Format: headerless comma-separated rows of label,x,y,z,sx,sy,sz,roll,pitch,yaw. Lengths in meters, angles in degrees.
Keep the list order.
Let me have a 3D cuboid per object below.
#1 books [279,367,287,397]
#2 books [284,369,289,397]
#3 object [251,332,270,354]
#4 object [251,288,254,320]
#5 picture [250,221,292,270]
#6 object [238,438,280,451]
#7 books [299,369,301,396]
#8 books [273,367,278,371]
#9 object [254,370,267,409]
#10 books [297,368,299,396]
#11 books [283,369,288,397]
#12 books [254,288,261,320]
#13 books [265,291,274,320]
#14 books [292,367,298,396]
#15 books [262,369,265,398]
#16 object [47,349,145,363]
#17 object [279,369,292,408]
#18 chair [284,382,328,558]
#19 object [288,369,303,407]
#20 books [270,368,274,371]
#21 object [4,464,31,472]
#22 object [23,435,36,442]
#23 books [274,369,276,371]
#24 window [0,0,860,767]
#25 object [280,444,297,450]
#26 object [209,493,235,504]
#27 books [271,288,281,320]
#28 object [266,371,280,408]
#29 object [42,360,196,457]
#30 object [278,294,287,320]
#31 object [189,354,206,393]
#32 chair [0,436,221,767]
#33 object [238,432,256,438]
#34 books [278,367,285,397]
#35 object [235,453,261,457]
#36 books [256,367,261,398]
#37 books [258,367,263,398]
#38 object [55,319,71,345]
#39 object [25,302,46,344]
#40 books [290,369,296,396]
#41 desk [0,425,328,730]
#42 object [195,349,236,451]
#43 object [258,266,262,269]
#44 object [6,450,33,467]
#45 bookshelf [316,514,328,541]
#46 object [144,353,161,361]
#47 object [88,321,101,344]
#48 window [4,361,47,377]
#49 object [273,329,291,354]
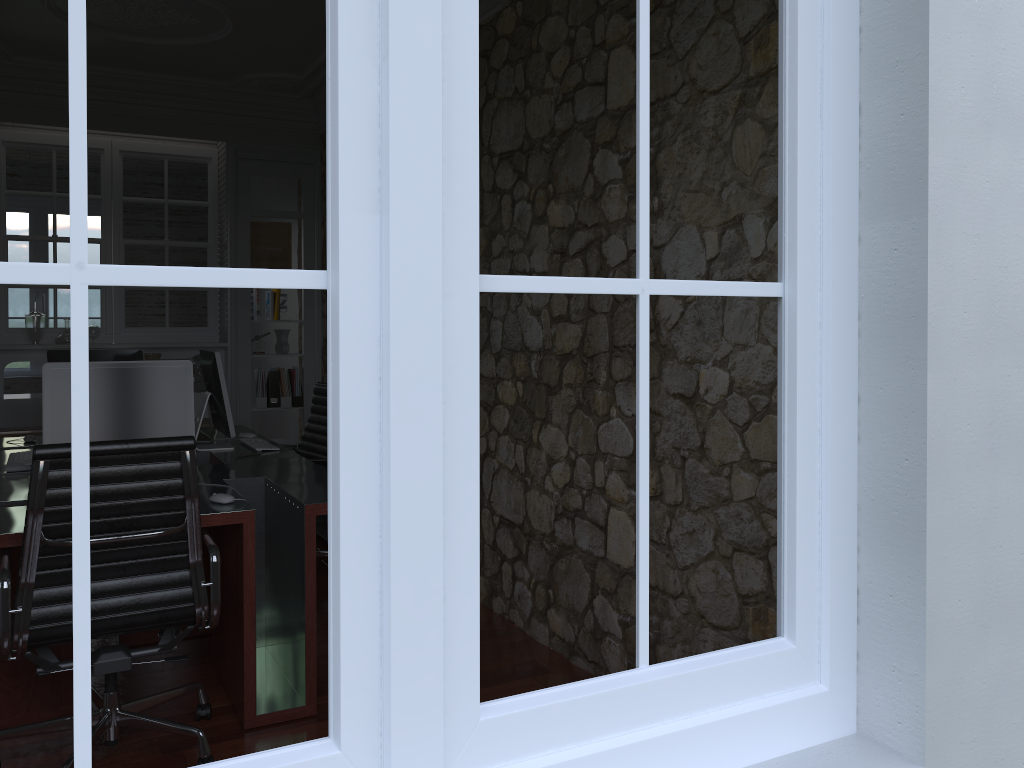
books,-1.741,0.021,6.744,0.045,0.287,0.194,0,2,-22
books,-1.723,0.027,6.750,0.045,0.287,0.194,0,2,-22
object,-1.901,-0.309,6.613,0.177,0.161,0.093,0,2,0
object,-1.989,-0.603,6.654,0.078,0.249,0.115,-1,1,-28
picture,-1.826,-1.008,6.683,0.326,0.434,0.009,-1,1,-28
object,-1.275,0.301,4.452,0.118,0.017,0.439,-2,4,-27
books,-1.644,0.020,6.809,0.023,0.282,0.194,0,2,-24
books,-1.794,0.022,6.717,0.009,0.288,0.194,0,2,-23
object,-1.895,0.035,6.670,0.078,0.277,0.239,0,2,-20
books,-1.657,0.016,6.804,0.013,0.288,0.194,0,2,-24
books,-1.731,0.024,6.745,0.043,0.281,0.194,0,2,-22
books,-1.945,-0.624,6.697,0.042,0.286,0.216,0,2,-28
books,-1.842,-0.595,6.723,0.026,0.223,0.161,0,2,-28
books,-1.671,0.015,6.805,0.030,0.290,0.180,0,2,-24
books,-1.878,0.025,6.695,0.022,0.288,0.194,0,2,-20
object,-2.141,0.061,4.563,0.483,0.485,0.190,0,1,-3
object,-1.731,0.031,6.728,0.078,0.277,0.239,0,2,-22
chair,-1.163,0.523,4.582,0.699,1.022,0.666,-1,2,-32
object,-1.659,0.027,6.783,0.078,0.277,0.239,0,2,-24
books,-1.828,0.023,6.703,0.039,0.288,0.194,0,2,-23
object,-2.061,0.350,3.701,0.106,0.028,0.059,-2,4,-29
object,-2.519,0.284,4.624,0.059,0.028,0.106,-2,4,-29
books,-1.805,0.026,6.709,0.030,0.282,0.180,0,2,-23
window,-0.147,-0.401,1.130,1.528,1.983,0.127,-1,1,-28
object,-1.795,0.481,6.779,0.293,0.040,0.238,1,4,18
object,-1.001,0.393,3.051,0.106,0.028,0.059,2,4,31
books,-1.806,-0.618,6.740,0.055,0.268,0.192,-1,2,-28
object,-1.821,0.032,6.722,0.078,0.277,0.245,0,2,-23
object,-1.376,0.162,3.112,0.484,0.485,0.190,-1,2,-28
object,-1.752,-0.612,6.779,0.078,0.249,0.115,-1,1,-28
object,-2.299,-0.081,6.409,0.166,0.272,0.188,0,2,7
chair,-1.261,0.652,2.727,0.665,1.022,0.700,-1,2,-23
object,-1.420,0.275,4.746,0.106,0.028,0.059,2,4,24
books,-1.754,0.016,6.745,0.045,0.282,0.180,0,2,-22
object,-1.225,0.328,4.123,0.011,0.011,0.149,2,4,38
books,-1.918,0.024,6.681,0.037,0.287,0.194,0,2,-20
books,-1.907,0.020,6.692,0.038,0.296,0.180,0,2,-20
object,-3.024,-0.343,6.019,0.148,0.200,0.148,2,3,45
object,-3.230,-0.401,6.001,0.129,0.315,0.129,0,1,-3
books,-1.684,0.024,6.789,0.024,0.277,0.194,0,2,-24
desk,-1.623,0.710,3.950,1.301,0.727,2.511,-2,4,-28
object,-1.484,0.074,4.369,0.189,0.484,0.484,-1,2,-28
object,-1.868,-0.828,6.568,0.056,0.090,0.056,-1,2,-25
object,-2.207,0.336,3.994,0.118,0.017,0.439,-2,4,-27
bookshelf,-1.065,0.740,5.532,0.436,0.459,1.196,-1,4,-28
object,-2.557,-0.076,6.269,0.143,0.278,0.143,0,1,-14
object,-2.951,-0.353,6.243,0.094,0.188,0.094,1,2,37
window,-4.967,-0.988,9.281,1.540,1.937,0.127,-1,1,-28
object,-1.745,-0.320,6.725,0.126,0.188,0.063,1,2,35
